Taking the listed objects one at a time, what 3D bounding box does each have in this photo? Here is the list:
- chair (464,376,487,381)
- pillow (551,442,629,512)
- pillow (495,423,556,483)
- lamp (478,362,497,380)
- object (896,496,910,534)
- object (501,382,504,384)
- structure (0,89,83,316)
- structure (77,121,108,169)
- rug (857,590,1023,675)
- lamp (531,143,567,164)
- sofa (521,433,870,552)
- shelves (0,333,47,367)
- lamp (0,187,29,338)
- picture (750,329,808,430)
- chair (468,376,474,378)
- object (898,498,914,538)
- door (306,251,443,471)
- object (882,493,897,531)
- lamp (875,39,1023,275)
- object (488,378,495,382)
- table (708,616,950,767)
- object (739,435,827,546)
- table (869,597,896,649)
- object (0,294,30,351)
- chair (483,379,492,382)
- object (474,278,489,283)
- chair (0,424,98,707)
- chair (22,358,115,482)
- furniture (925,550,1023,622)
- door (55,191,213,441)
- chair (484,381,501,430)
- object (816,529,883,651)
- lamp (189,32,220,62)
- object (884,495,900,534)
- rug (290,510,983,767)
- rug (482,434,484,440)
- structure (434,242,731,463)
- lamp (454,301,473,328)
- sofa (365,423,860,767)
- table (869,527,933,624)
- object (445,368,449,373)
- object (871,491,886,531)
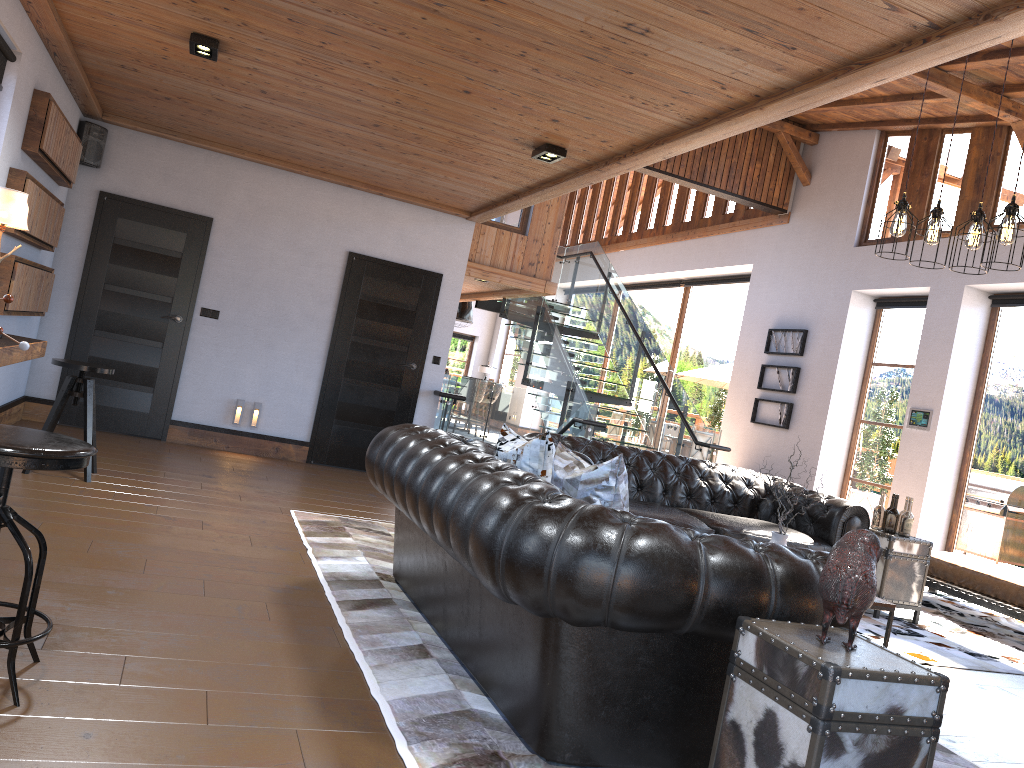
[{"bbox_3d":[-0.820,0.416,16.489,0.508,1.092,0.564,12,-1,-21],"label":"chair"},{"bbox_3d":[0.291,0.460,3.314,0.285,0.469,0.525,12,-1,-17],"label":"pillow"},{"bbox_3d":[0.066,0.414,3.948,0.285,0.469,0.525,12,-1,-17],"label":"pillow"},{"bbox_3d":[-0.655,-0.234,22.646,0.472,0.726,0.468,12,-1,-11],"label":"lamp"},{"bbox_3d":[2.910,0.975,6.573,0.088,0.286,0.087,12,-1,-8],"label":"object"},{"bbox_3d":[-0.319,0.072,21.644,0.495,0.262,0.182,11,-1,38],"label":"object"},{"bbox_3d":[-3.451,-1.217,6.250,0.323,1.445,1.839,12,-1,-20],"label":"structure"},{"bbox_3d":[-3.587,-2.032,7.535,0.215,0.349,0.212,12,-1,-20],"label":"structure"},{"bbox_3d":[2.811,1.690,6.583,3.834,0.053,2.415,11,0,-20],"label":"rug"},{"bbox_3d":[0.246,-1.525,5.844,0.156,0.068,0.259,12,0,-20],"label":"lamp"},{"bbox_3d":[1.186,0.959,6.461,2.584,0.838,1.230,12,0,-21],"label":"sofa"},{"bbox_3d":[-1.994,-0.119,2.201,0.616,0.989,6.597,12,0,-19],"label":"shelves"},{"bbox_3d":[-3.003,-0.347,4.645,0.638,1.482,0.244,12,-1,-29],"label":"lamp"},{"bbox_3d":[3.551,-0.085,11.817,0.059,1.312,0.768,12,-1,-20],"label":"picture"},{"bbox_3d":[-1.151,0.349,19.632,0.572,1.092,0.500,12,-1,-21],"label":"chair"},{"bbox_3d":[2.883,0.969,6.459,0.088,0.286,0.087,12,-1,-10],"label":"object"},{"bbox_3d":[-1.327,-0.169,8.610,0.948,2.056,0.143,12,-1,-21],"label":"door"},{"bbox_3d":[2.828,0.958,6.611,0.087,0.286,0.088,11,-1,19],"label":"object"},{"bbox_3d":[2.413,-1.653,4.493,0.264,2.202,0.795,12,-1,-29],"label":"lamp"},{"bbox_3d":[-0.534,0.013,22.150,0.151,0.288,0.497,12,0,-20],"label":"object"},{"bbox_3d":[0.828,1.003,2.399,0.408,0.609,0.414,12,-1,-20],"label":"table"},{"bbox_3d":[1.522,0.677,4.944,0.408,0.808,0.617,12,-1,-9],"label":"object"},{"bbox_3d":[1.774,1.320,5.076,0.403,0.350,0.645,12,0,-20],"label":"table"},{"bbox_3d":[-2.556,-0.382,4.059,0.520,0.349,0.648,11,0,7],"label":"object"},{"bbox_3d":[-0.786,0.423,18.751,0.574,1.092,0.499,12,-1,-36],"label":"chair"},{"bbox_3d":[-0.363,-1.339,11.227,0.156,0.068,0.259,12,0,-20],"label":"object"},{"bbox_3d":[-1.484,0.493,2.507,0.444,0.717,0.438,12,-1,-16],"label":"chair"},{"bbox_3d":[-2.791,0.225,5.623,0.395,0.721,0.390,12,-1,-20],"label":"chair"},{"bbox_3d":[4.111,1.758,6.864,1.183,0.437,2.740,12,0,-20],"label":"furniture"},{"bbox_3d":[-3.339,-0.579,7.830,0.948,2.056,0.143,12,-1,-21],"label":"door"},{"bbox_3d":[-0.576,0.476,17.962,0.570,1.092,0.502,12,-1,-11],"label":"chair"},{"bbox_3d":[0.920,0.557,2.433,0.148,0.319,0.250,11,-1,21],"label":"object"},{"bbox_3d":[-1.757,-1.932,5.068,0.156,0.068,0.259,12,0,-20],"label":"lamp"},{"bbox_3d":[2.805,0.953,6.515,0.088,0.286,0.087,12,-1,-43],"label":"object"},{"bbox_3d":[0.291,1.177,4.435,2.448,0.053,4.016,11,0,-19],"label":"rug"},{"bbox_3d":[-1.563,0.823,18.008,2.569,0.047,5.592,11,0,-20],"label":"rug"},{"bbox_3d":[1.947,1.146,14.023,9.274,6.400,10.948,12,0,-20],"label":"structure"},{"bbox_3d":[-0.651,-3.450,17.975,0.616,4.686,0.626,11,-1,25],"label":"lamp"},{"bbox_3d":[0.115,0.741,3.777,1.248,0.838,2.547,12,0,-21],"label":"sofa"},{"bbox_3d":[2.746,1.393,6.524,0.408,0.609,0.414,12,-1,-20],"label":"table"},{"bbox_3d":[-1.322,-0.198,18.434,0.115,0.253,0.223,11,-1,33],"label":"object"},{"bbox_3d":[2.731,0.938,6.578,0.088,0.286,0.086,12,-1,-43],"label":"object"}]
